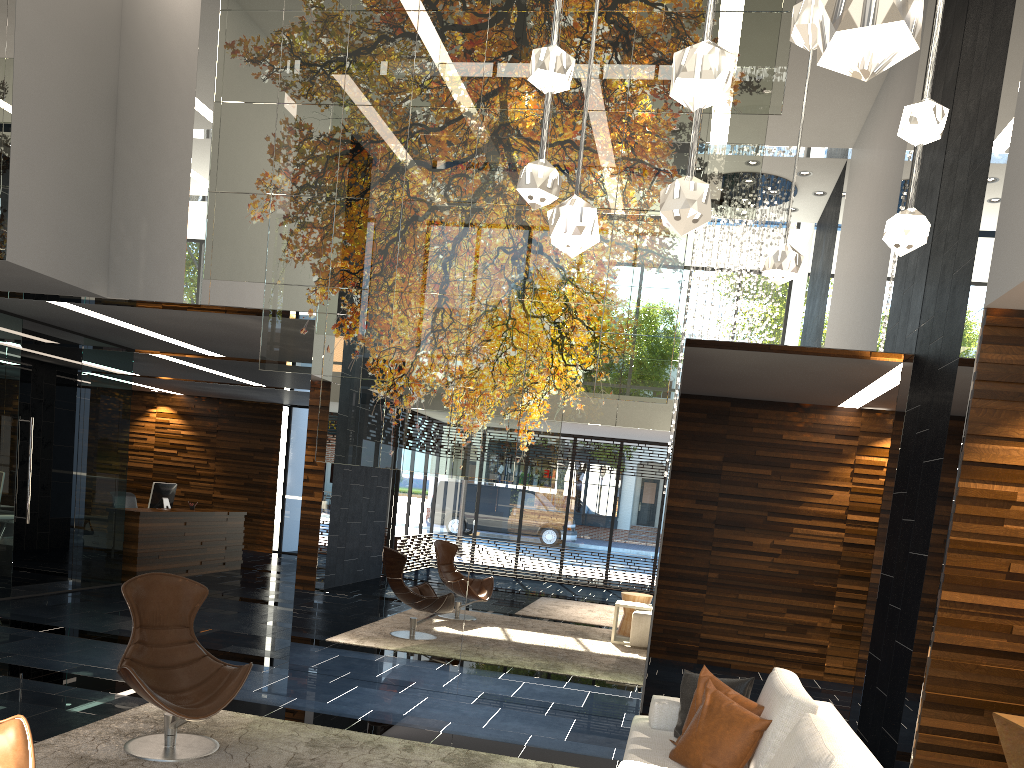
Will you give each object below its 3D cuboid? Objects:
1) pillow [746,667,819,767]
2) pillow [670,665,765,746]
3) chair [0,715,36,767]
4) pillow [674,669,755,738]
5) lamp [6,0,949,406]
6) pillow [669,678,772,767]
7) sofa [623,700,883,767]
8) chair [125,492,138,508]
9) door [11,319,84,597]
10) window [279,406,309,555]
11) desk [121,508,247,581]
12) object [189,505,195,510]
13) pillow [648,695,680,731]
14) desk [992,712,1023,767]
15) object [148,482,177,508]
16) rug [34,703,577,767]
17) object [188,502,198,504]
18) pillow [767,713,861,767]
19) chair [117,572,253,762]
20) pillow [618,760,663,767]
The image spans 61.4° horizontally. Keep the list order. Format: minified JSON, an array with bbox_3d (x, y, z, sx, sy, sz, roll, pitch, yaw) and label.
[{"bbox_3d":[1.221,1.583,3.987,0.246,0.453,0.722,7,-3,12],"label":"pillow"},{"bbox_3d":[0.987,1.598,4.141,0.245,0.432,0.543,5,-1,-23],"label":"pillow"},{"bbox_3d":[-2.098,1.283,2.979,0.794,0.938,0.664,6,2,-21],"label":"chair"},{"bbox_3d":[1.005,1.631,4.358,0.257,0.417,0.547,4,-1,-31],"label":"pillow"},{"bbox_3d":[4.322,-45.685,1.856,394.475,114.794,404.228,1,-8,36],"label":"lamp"},{"bbox_3d":[0.930,1.589,3.927,0.270,0.415,0.515,5,-2,-18],"label":"pillow"},{"bbox_3d":[0.784,1.772,3.483,1.285,0.684,2.864,5,-7,12],"label":"sofa"},{"bbox_3d":[-5.275,2.071,12.163,0.676,1.068,0.680,7,2,17],"label":"chair"},{"bbox_3d":[-4.807,0.825,9.003,0.101,2.873,0.863,7,5,12],"label":"door"},{"bbox_3d":[-2.409,1.994,16.156,3.939,2.873,0.059,5,6,10],"label":"window"},{"bbox_3d":[-4.796,2.184,12.051,0.875,0.891,2.686,6,-6,12],"label":"desk"},{"bbox_3d":[-4.561,1.765,12.296,0.076,0.060,0.077,5,-3,35],"label":"object"},{"bbox_3d":[1.054,1.795,4.639,0.622,0.153,0.240,5,-3,5],"label":"pillow"},{"bbox_3d":[2.668,1.917,3.240,0.985,0.750,2.254,6,-6,12],"label":"desk"},{"bbox_3d":[-4.867,1.626,12.057,0.188,0.495,0.484,7,0,17],"label":"object"},{"bbox_3d":[0.249,2.075,3.551,5.874,0.006,3.229,5,-7,11],"label":"rug"},{"bbox_3d":[-4.575,1.729,12.305,0.075,0.104,0.153,7,-1,41],"label":"object"},{"bbox_3d":[1.045,1.459,3.109,0.289,0.437,0.722,6,-3,13],"label":"pillow"},{"bbox_3d":[-1.851,1.523,4.647,0.777,0.938,0.680,7,2,39],"label":"chair"},{"bbox_3d":[0.613,1.316,2.388,0.708,0.464,0.216,5,4,12],"label":"pillow"}]
